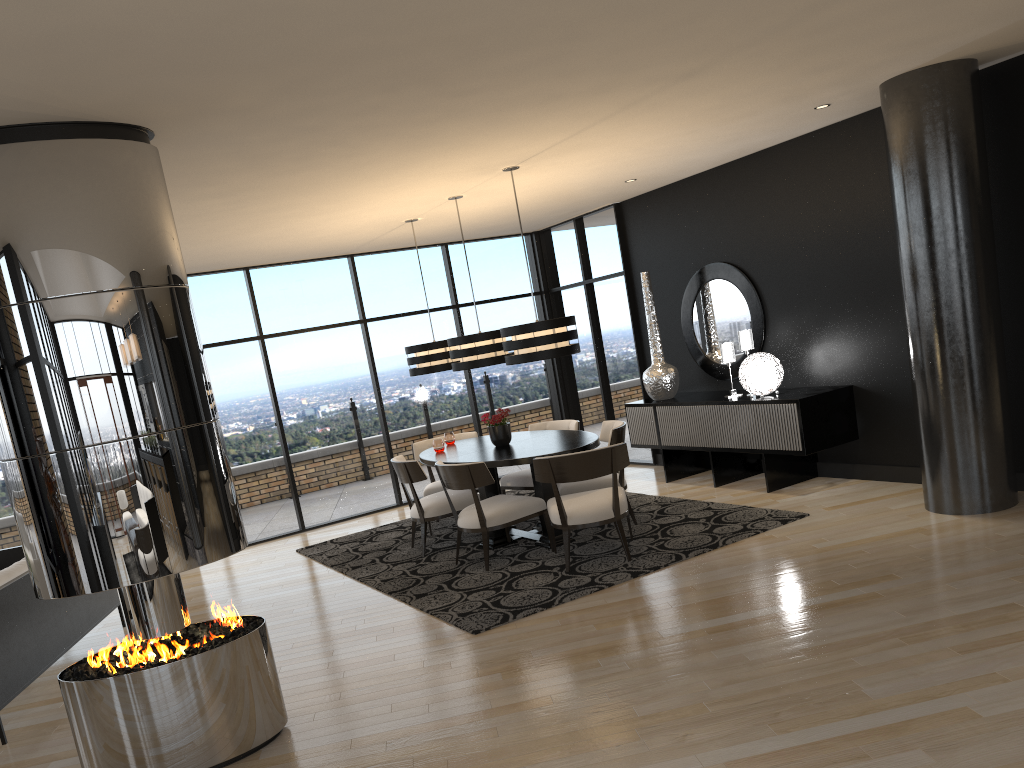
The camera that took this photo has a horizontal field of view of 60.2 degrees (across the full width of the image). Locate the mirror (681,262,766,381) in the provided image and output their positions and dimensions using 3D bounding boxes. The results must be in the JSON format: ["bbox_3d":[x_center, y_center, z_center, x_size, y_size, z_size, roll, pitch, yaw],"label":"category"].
[{"bbox_3d":[1.908,-0.563,8.048,0.025,1.090,1.074,-15,7,-29],"label":"mirror"}]

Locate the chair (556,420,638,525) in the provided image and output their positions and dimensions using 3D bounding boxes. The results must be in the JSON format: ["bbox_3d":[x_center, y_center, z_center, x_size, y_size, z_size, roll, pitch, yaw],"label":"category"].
[{"bbox_3d":[0.658,0.743,7.001,0.616,0.815,0.635,-10,6,0],"label":"chair"}]

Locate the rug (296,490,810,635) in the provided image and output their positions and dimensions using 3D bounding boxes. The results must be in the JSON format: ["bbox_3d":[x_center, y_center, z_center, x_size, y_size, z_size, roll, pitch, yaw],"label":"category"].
[{"bbox_3d":[0.048,1.245,7.268,2.692,0.011,3.720,-12,4,-29],"label":"rug"}]

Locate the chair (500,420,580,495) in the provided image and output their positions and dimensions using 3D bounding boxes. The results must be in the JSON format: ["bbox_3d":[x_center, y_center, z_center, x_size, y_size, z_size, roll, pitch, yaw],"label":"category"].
[{"bbox_3d":[0.306,0.765,7.717,0.608,0.815,0.644,-16,9,-42],"label":"chair"}]

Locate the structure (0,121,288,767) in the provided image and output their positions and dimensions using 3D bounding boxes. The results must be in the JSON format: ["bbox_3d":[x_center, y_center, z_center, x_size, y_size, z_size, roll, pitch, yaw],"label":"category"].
[{"bbox_3d":[-1.710,0.355,3.856,0.887,2.775,0.582,-13,9,-18],"label":"structure"}]

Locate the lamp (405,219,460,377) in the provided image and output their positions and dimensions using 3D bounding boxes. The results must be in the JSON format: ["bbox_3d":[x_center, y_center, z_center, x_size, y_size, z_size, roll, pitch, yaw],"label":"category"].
[{"bbox_3d":[-0.755,-0.769,7.731,0.530,1.344,0.534,-14,9,-29],"label":"lamp"}]

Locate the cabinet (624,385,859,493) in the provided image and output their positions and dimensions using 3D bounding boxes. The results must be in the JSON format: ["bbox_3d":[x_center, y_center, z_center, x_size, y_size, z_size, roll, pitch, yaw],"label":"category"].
[{"bbox_3d":[1.955,0.481,7.854,0.605,0.774,2.235,-14,5,-28],"label":"cabinet"}]

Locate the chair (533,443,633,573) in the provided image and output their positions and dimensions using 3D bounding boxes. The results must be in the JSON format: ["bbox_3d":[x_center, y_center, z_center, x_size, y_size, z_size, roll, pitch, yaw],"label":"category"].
[{"bbox_3d":[0.514,0.822,6.068,0.643,0.816,0.609,-10,7,0],"label":"chair"}]

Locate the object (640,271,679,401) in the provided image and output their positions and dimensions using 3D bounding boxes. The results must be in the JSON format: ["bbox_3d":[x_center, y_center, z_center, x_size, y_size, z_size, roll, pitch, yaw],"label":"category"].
[{"bbox_3d":[1.350,-0.453,8.363,0.341,1.223,0.341,-13,9,-19],"label":"object"}]

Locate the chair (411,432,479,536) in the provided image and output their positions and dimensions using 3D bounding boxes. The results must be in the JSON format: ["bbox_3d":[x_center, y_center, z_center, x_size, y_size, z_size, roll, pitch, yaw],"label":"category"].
[{"bbox_3d":[-0.531,0.895,8.068,0.641,0.816,0.610,-11,7,-7],"label":"chair"}]

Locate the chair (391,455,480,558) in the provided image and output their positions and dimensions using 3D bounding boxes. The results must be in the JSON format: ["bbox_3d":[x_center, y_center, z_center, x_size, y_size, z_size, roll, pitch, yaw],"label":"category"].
[{"bbox_3d":[-0.611,0.956,7.246,0.612,0.815,0.639,-12,7,-18],"label":"chair"}]

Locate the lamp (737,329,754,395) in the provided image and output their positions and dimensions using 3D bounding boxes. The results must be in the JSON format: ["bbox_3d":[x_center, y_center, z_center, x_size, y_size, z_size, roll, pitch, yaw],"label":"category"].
[{"bbox_3d":[2.019,-0.186,7.526,0.125,0.557,0.130,-6,9,24],"label":"lamp"}]

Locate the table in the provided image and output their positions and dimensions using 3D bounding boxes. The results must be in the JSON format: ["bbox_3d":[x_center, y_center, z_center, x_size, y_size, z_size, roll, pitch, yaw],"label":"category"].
[{"bbox_3d":[0.000,0.870,7.150,1.198,0.777,2.103,-13,5,-27],"label":"table"}]

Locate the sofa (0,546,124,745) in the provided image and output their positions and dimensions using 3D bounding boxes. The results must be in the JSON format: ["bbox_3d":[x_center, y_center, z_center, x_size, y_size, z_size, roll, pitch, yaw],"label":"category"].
[{"bbox_3d":[-3.247,1.529,5.516,0.836,0.812,2.016,-11,4,-6],"label":"sofa"}]

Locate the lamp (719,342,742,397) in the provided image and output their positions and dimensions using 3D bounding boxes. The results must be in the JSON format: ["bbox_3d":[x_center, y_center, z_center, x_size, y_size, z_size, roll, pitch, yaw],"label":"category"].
[{"bbox_3d":[1.891,-0.127,7.658,0.132,0.471,0.123,-11,8,-6],"label":"lamp"}]

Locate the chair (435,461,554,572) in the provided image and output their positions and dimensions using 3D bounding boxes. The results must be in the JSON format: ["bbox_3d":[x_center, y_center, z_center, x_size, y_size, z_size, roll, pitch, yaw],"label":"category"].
[{"bbox_3d":[-0.166,0.919,6.505,0.609,0.815,0.643,-15,8,-35],"label":"chair"}]

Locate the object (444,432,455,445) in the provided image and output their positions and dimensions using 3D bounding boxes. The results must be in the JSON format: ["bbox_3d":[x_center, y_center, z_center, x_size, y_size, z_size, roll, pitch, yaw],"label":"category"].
[{"bbox_3d":[-0.552,0.482,7.807,0.096,0.107,0.094,-7,7,28],"label":"object"}]

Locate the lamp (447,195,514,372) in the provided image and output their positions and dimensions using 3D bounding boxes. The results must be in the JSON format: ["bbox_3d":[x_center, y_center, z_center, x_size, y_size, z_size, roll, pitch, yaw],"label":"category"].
[{"bbox_3d":[-0.324,-0.801,6.944,0.530,1.344,0.534,-14,9,-29],"label":"lamp"}]

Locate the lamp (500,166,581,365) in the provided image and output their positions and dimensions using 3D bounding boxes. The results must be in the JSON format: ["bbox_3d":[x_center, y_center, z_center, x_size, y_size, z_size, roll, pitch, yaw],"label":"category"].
[{"bbox_3d":[0.107,-0.833,6.157,0.530,1.344,0.534,-14,9,-29],"label":"lamp"}]

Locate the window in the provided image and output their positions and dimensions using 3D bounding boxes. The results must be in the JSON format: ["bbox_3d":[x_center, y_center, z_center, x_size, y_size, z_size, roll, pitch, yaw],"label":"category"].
[{"bbox_3d":[-1.509,-0.622,1.838,10.062,4.838,15.833,-12,4,-19],"label":"window"}]

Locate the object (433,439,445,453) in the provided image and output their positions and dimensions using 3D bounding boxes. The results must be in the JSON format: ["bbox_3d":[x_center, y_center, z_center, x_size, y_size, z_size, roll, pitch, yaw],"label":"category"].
[{"bbox_3d":[-0.612,0.517,7.383,0.095,0.107,0.095,-12,6,-17],"label":"object"}]

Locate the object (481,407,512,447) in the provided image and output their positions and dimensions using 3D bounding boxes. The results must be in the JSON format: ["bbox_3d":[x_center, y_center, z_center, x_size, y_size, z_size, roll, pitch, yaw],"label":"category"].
[{"bbox_3d":[-0.111,0.348,7.070,0.227,0.302,0.237,-13,7,-26],"label":"object"}]
